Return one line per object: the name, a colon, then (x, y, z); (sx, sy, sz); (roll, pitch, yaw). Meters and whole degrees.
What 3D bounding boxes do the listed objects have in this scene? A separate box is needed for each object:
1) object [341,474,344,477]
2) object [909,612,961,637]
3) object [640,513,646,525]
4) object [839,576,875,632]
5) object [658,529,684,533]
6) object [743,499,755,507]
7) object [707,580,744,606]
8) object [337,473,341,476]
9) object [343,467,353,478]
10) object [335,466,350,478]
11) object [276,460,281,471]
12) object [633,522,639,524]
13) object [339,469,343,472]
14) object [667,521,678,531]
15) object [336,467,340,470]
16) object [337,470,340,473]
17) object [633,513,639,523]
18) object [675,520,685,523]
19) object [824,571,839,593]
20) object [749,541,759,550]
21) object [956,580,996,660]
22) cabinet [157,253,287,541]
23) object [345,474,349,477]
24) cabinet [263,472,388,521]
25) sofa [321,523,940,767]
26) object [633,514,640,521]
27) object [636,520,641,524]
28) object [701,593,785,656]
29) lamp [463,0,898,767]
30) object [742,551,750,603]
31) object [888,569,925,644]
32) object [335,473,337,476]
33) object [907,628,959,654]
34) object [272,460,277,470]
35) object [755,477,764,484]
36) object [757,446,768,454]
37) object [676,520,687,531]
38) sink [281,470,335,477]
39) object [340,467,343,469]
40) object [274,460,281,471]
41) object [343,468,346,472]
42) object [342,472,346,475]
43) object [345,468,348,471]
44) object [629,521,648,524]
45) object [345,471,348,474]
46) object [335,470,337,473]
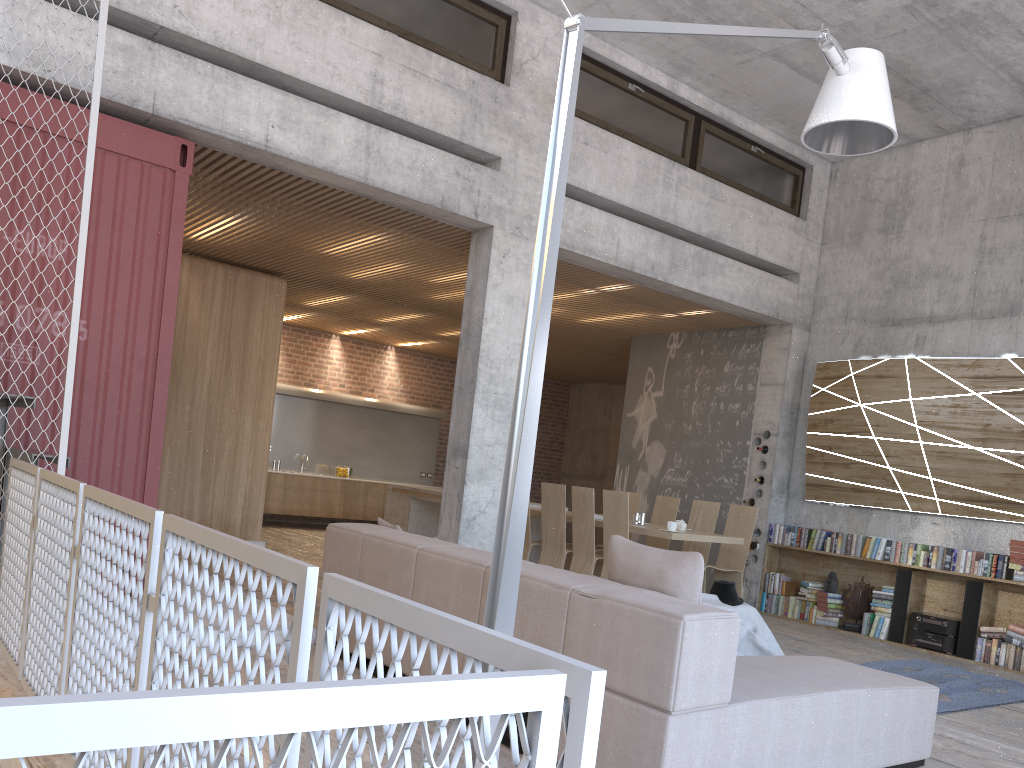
object: (-2.778, 1.491, 14.348); (0.051, 0.053, 0.064); (6, -2, 6)
object: (4.095, 2.307, 8.410); (0.306, 0.161, 0.437); (10, -6, -37)
object: (1.279, 1.324, 8.600); (0.052, 0.112, 0.052); (7, 1, 8)
object: (3.604, 2.276, 9.110); (0.342, 0.570, 0.196); (7, 2, 13)
object: (1.443, 1.333, 7.936); (0.184, 0.014, 0.187); (2, -8, 39)
object: (2.773, 1.365, 10.073); (0.341, 0.095, 0.094); (11, -4, -37)
object: (1.584, 1.549, 6.543); (0.300, 0.169, 0.301); (3, -5, 41)
object: (-2.832, 1.486, 14.367); (0.063, 0.063, 0.074); (6, -2, 19)
object: (-2.763, 1.486, 14.691); (0.192, 0.170, 0.189); (8, -2, -25)
object: (-2.791, 1.438, 14.410); (0.191, 0.175, 0.206); (8, -3, -37)
object: (-3.697, 1.291, 13.884); (0.060, 0.160, 0.059); (6, 2, -21)
object: (1.210, 1.357, 8.555); (0.050, 0.019, 0.051); (3, -6, 36)
object: (-2.797, 1.413, 14.341); (0.061, 0.052, 0.053); (6, -2, 11)
object: (1.447, 1.289, 7.921); (0.093, 0.088, 0.117); (6, -3, 7)
object: (-2.852, 1.388, 14.386); (0.054, 0.051, 0.062); (8, -3, -44)
object: (-2.840, 1.434, 14.377); (0.063, 0.053, 0.051); (8, -2, -30)
object: (1.223, 1.320, 8.617); (0.052, 0.110, 0.052); (7, 1, 8)
object: (1.678, 1.410, 8.778); (0.093, 0.088, 0.118); (6, -3, 18)
object: (3.371, 2.088, 9.246); (0.137, 0.229, 0.144); (6, 0, -40)
object: (2.831, 1.850, 10.005); (0.341, 0.095, 0.094); (11, -4, -37)
object: (4.318, 2.212, 8.163); (0.275, 0.761, 0.150); (5, 2, -37)
cabinet: (-4.503, 0.219, 11.401); (1.529, 3.131, 3.730); (6, -2, -37)
object: (-2.707, 1.505, 14.398); (0.053, 0.052, 0.063); (5, -3, 38)
cabinet: (-2.943, 1.178, 14.603); (4.154, 2.076, 1.066); (10, -1, -37)
sofa: (0.870, 1.461, 5.246); (3.040, 0.785, 2.980); (11, -7, -36)
object: (1.300, 1.397, 9.079); (0.092, 0.088, 0.118); (6, -3, 27)
object: (1.235, 1.348, 8.558); (0.051, 0.045, 0.050); (7, -2, -18)
object: (1.410, 1.788, 6.464); (1.605, 0.503, 1.042); (8, -5, -18)
lamp: (0.669, -0.050, 3.616); (0.748, 3.430, 2.651); (8, 1, 41)
object: (2.567, 2.221, 9.919); (0.248, 0.684, 0.271); (7, 1, 16)
object: (3.911, 2.222, 8.703); (0.275, 0.761, 0.150); (5, 2, -37)
object: (-2.876, 1.479, 14.408); (0.060, 0.057, 0.052); (7, -1, 0)
object: (4.081, 2.468, 8.421); (0.296, 0.164, 0.437); (10, -6, -37)
object: (-3.753, 1.280, 13.841); (0.060, 0.160, 0.059); (6, 2, -21)
object: (2.890, 1.109, 10.011); (0.350, 0.093, 0.093); (11, -4, -37)
object: (2.900, 0.751, 9.972); (0.338, 0.090, 0.089); (11, -4, -37)
object: (1.641, 1.369, 8.500); (0.088, 0.112, 0.124); (6, -2, 44)
sink: (-3.274, 1.537, 14.105); (0.736, 0.191, 0.520); (11, -6, -37)
object: (-2.797, 1.394, 14.407); (0.051, 0.053, 0.063); (7, -2, 0)
object: (-3.723, 1.267, 13.861); (0.145, 0.211, 0.052); (7, 2, -37)
object: (-2.743, 1.411, 14.365); (0.051, 0.053, 0.063); (6, -2, 11)
object: (-2.749, 1.460, 14.362); (0.061, 0.055, 0.051); (8, -2, -23)
object: (-2.724, 1.406, 14.429); (0.050, 0.060, 0.059); (7, -2, -2)
object: (1.296, 1.435, 9.072); (0.186, 0.014, 0.184); (9, -6, -24)
object: (-2.720, 1.454, 14.413); (0.053, 0.054, 0.062); (5, -3, 44)
object: (-2.883, 1.432, 14.421); (0.053, 0.051, 0.062); (8, -3, -33)
